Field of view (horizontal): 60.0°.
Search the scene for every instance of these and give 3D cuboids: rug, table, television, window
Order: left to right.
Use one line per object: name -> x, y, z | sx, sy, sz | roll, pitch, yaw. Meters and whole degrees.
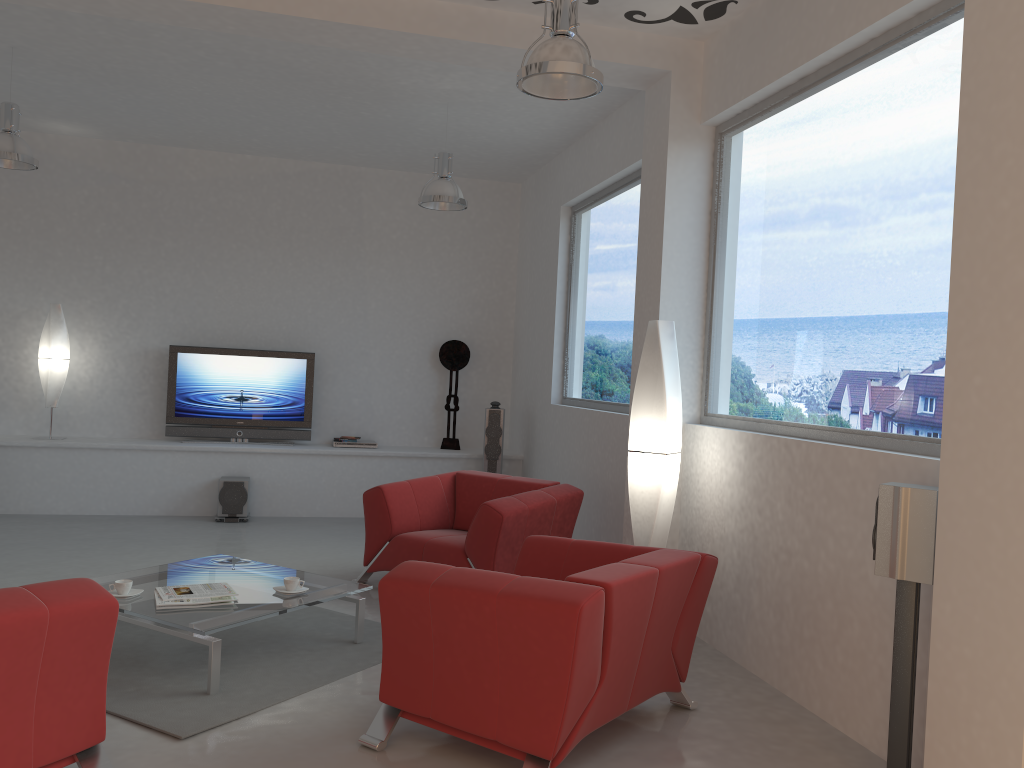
rug -> -1.532, 1.312, 4.487 | 1.700, 0.025, 1.700 | 3, 1, 31
table -> -1.518, 1.167, 4.496 | 1.162, 0.286, 1.097 | 3, 1, 31
television -> -2.635, 0.118, 8.642 | 1.356, 0.919, 0.343 | 3, 0, -14
window -> 0.839, -0.686, 6.936 | 0.100, 1.800, 2.400 | 3, 0, -14
window -> 1.527, -0.630, 4.222 | 0.100, 1.800, 2.400 | 3, 0, -14

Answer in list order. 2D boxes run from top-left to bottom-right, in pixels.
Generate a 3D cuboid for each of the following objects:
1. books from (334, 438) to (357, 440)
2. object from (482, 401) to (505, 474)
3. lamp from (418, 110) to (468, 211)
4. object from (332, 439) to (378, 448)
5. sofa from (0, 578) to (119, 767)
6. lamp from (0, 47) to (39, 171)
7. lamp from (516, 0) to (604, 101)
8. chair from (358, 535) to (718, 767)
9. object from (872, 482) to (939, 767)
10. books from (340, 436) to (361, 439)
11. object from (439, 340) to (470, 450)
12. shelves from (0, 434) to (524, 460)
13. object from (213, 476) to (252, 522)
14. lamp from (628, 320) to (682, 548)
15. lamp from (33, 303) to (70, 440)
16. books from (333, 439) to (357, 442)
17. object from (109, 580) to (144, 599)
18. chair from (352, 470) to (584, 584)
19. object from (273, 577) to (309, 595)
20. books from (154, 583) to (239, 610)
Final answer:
books -> -1.668, 0.551, 8.870 | 0.190, 0.015, 0.135 | 3, 1, -34
object -> -0.188, 0.759, 8.647 | 0.255, 1.184, 0.273 | 3, 0, 1
lamp -> -0.509, -1.759, 6.785 | 0.379, 0.800, 0.379 | 3, 0, 25
object -> -1.584, 0.599, 8.917 | 0.430, 0.045, 0.352 | 3, 0, -14
sofa -> -2.307, 0.920, 2.950 | 1.929, 0.738, 0.951 | 3, 0, 26
lamp -> -3.422, -1.899, 6.044 | 0.379, 0.800, 0.379 | 3, 0, -18
lamp -> 0.228, -1.699, 3.878 | 0.379, 0.800, 0.379 | 3, 0, 15
chair -> 0.159, 1.039, 3.632 | 0.951, 0.738, 1.288 | 3, 1, 36
object -> 1.398, 0.918, 3.150 | 0.229, 1.112, 0.214 | 3, 1, 41
books -> -1.617, 0.538, 8.878 | 0.190, 0.015, 0.135 | 3, 0, -4
object -> -0.609, 0.110, 9.157 | 0.331, 1.130, 0.108 | 3, 0, 11
shelves -> -2.626, 0.604, 8.535 | 5.500, 0.050, 0.650 | 3, 0, -14
object -> -2.540, 1.050, 8.090 | 0.336, 0.374, 0.337 | 3, 0, -14
lamp -> 0.786, 0.539, 4.932 | 0.313, 1.779, 0.313 | 3, 0, -22
lamp -> -4.215, -0.118, 8.152 | 0.263, 1.239, 0.263 | 3, 0, -22
books -> -1.667, 0.566, 8.868 | 0.135, 0.015, 0.190 | 3, 1, 41
object -> -1.850, 0.975, 4.226 | 0.153, 0.069, 0.153 | 3, 0, 12
chair -> -0.275, 1.000, 5.852 | 1.288, 0.738, 0.951 | 3, 1, 36
object -> -1.109, 1.010, 4.453 | 0.153, 0.069, 0.153 | 3, 1, 42
books -> -1.511, 1.009, 4.243 | 0.367, 0.035, 0.345 | 3, 0, -24
